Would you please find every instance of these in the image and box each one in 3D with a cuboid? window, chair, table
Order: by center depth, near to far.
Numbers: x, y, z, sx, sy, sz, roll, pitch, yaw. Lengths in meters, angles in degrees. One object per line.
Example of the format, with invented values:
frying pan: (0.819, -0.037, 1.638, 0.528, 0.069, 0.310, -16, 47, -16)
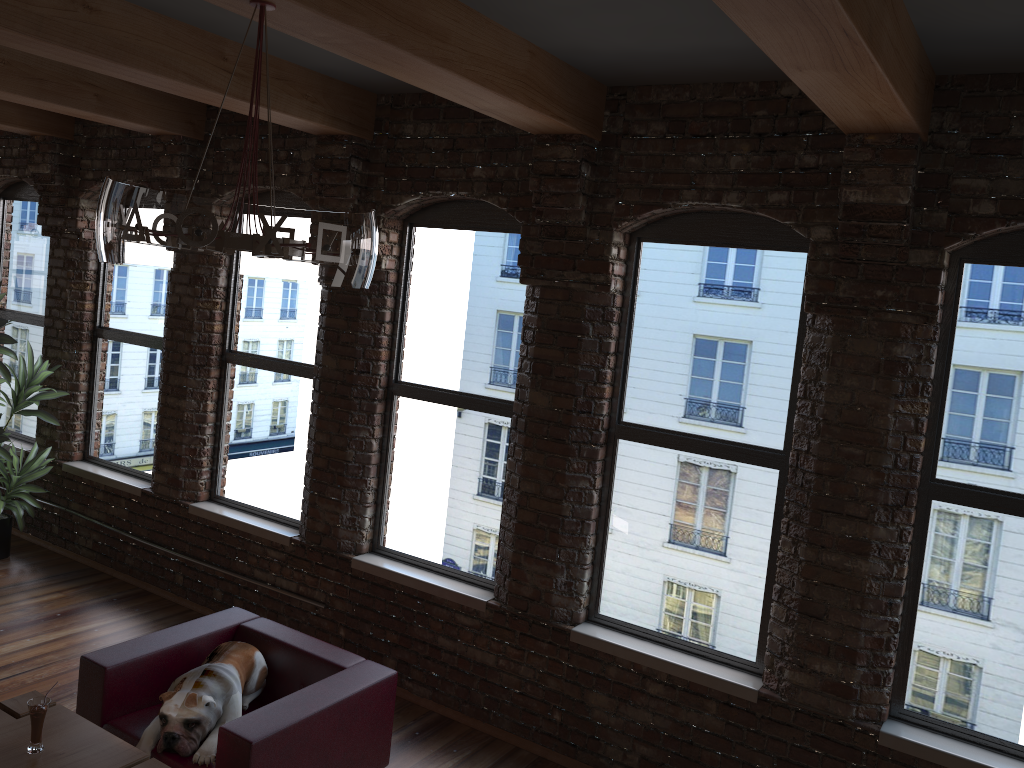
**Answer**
table: (-2.032, 1.603, 2.619, 0.903, 0.548, 1.751, 9, 7, 31)
window: (2.109, 0.474, 3.490, 0.971, 2.209, 0.235, 8, 4, 31)
chair: (-1.219, 1.524, 3.927, 1.074, 0.591, 0.866, 9, 6, 31)
window: (0.869, 0.262, 4.253, 0.971, 2.209, 0.235, 8, 4, 31)
window: (-0.371, 0.051, 5.015, 0.971, 2.209, 0.235, 8, 4, 31)
window: (-1.612, -0.161, 5.778, 0.971, 2.209, 0.235, 8, 4, 31)
window: (-2.851, -0.372, 6.540, 0.971, 2.209, 0.235, 8, 4, 31)
window: (-4.092, -0.584, 7.304, 0.971, 2.209, 0.235, 8, 4, 31)

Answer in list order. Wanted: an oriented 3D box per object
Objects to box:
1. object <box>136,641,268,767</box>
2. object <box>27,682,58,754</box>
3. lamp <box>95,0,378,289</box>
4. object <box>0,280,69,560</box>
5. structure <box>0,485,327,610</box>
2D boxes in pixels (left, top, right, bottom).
object: (-1.319, 1.344, 3.845, 0.365, 0.296, 0.757, 6, 6, 3)
object: (-1.675, 1.190, 3.150, 0.095, 0.231, 0.076, 4, 4, -26)
lamp: (-0.784, -0.733, 2.664, 0.808, 0.812, 0.813, 4, 5, -18)
object: (-3.862, 0.223, 6.454, 1.084, 2.097, 0.966, 10, 6, 44)
structure: (-6.950, 0.257, 8.889, 13.738, 0.312, 1.635, 9, 7, 24)
